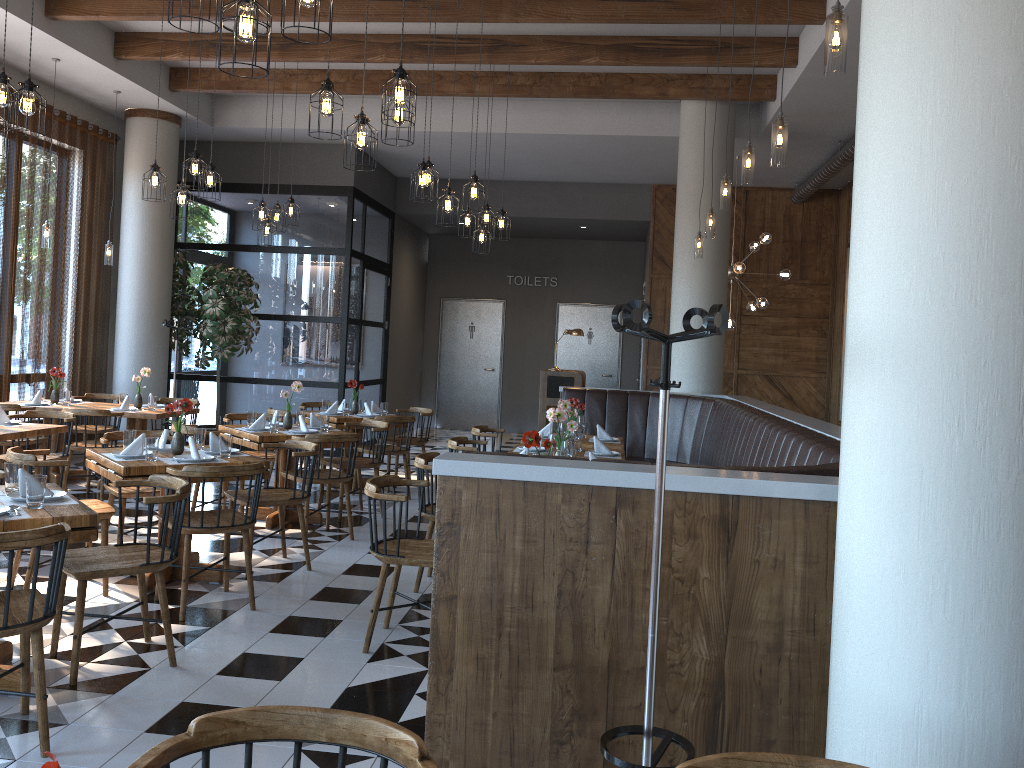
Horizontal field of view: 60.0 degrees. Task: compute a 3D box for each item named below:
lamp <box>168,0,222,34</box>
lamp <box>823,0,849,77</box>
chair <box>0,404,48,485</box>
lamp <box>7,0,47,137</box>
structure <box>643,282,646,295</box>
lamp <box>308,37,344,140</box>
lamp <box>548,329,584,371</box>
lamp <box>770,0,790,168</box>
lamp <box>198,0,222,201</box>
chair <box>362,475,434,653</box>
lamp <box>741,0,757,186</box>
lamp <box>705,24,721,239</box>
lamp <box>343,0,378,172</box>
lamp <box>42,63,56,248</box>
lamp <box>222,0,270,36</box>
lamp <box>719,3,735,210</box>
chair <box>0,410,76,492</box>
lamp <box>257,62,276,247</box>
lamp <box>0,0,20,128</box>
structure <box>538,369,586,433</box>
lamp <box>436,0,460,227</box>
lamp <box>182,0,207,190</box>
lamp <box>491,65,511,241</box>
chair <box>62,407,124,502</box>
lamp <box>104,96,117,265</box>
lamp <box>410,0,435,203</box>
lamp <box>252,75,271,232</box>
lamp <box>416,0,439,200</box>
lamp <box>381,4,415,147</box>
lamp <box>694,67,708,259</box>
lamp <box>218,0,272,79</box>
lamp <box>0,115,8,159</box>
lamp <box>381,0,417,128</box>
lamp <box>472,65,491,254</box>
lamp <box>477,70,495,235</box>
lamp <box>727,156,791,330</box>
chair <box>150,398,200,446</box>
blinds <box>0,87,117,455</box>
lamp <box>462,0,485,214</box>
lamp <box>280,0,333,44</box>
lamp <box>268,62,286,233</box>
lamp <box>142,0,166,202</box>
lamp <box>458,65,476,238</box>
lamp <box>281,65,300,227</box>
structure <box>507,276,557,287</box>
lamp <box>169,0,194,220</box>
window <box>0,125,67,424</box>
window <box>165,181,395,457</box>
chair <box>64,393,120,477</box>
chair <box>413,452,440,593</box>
[{"bbox_3d":[-1.106,-2.339,3.231,0.175,2.071,0.175,3,0,14],"label":"lamp"},{"bbox_3d":[1.238,-2.123,3.271,0.078,1.964,0.078,3,0,-18],"label":"lamp"},{"bbox_3d":[-4.550,0.568,8.002,0.519,0.817,0.550,3,1,7],"label":"chair"},{"bbox_3d":[-2.683,-2.443,4.991,0.175,2.071,0.175,3,0,-8],"label":"lamp"},{"bbox_3d":[2.161,-1.553,14.466,0.025,0.197,0.565,3,2,7],"label":"structure"},{"bbox_3d":[-0.939,-2.345,4.695,0.175,2.071,0.175,3,0,34],"label":"lamp"},{"bbox_3d":[0.584,-0.249,9.891,0.445,0.756,0.170,3,0,-18],"label":"lamp"},{"bbox_3d":[1.362,-2.055,4.372,0.078,1.964,0.078,3,0,-43],"label":"lamp"},{"bbox_3d":[-2.475,-2.571,7.393,0.175,2.071,0.175,3,0,-10],"label":"lamp"},{"bbox_3d":[-0.485,0.907,4.500,0.550,0.817,0.519,3,1,7],"label":"chair"},{"bbox_3d":[1.492,-2.204,5.438,0.078,1.964,0.078,3,0,25],"label":"lamp"},{"bbox_3d":[1.739,-2.226,7.568,0.078,1.964,0.078,3,0,-7],"label":"lamp"},{"bbox_3d":[-0.783,-2.212,4.845,0.175,2.071,0.175,3,0,-23],"label":"lamp"},{"bbox_3d":[-4.416,-2.285,8.493,0.078,1.964,0.078,3,0,-7],"label":"lamp"},{"bbox_3d":[-0.970,-2.395,3.391,0.175,2.071,0.175,3,0,25],"label":"lamp"},{"bbox_3d":[1.628,-2.277,6.587,0.078,1.964,0.078,3,0,41],"label":"lamp"},{"bbox_3d":[-3.811,0.642,7.059,0.519,0.817,0.550,3,1,7],"label":"chair"},{"bbox_3d":[-2.506,-2.470,9.215,0.175,2.071,0.175,3,0,19],"label":"lamp"},{"bbox_3d":[-2.968,-2.567,5.234,0.175,2.071,0.175,3,0,26],"label":"lamp"},{"bbox_3d":[0.638,0.497,10.153,0.645,1.300,1.045,3,1,7],"label":"structure"},{"bbox_3d":[-0.460,-2.281,6.985,0.175,2.071,0.175,3,0,-10],"label":"lamp"},{"bbox_3d":[-2.530,-2.622,7.194,0.175,2.071,0.175,3,0,1],"label":"lamp"},{"bbox_3d":[-0.062,-2.464,8.802,0.175,2.071,0.175,3,0,17],"label":"lamp"},{"bbox_3d":[-3.713,0.613,7.903,0.519,0.817,0.550,3,1,7],"label":"chair"},{"bbox_3d":[-4.296,-2.262,9.537,0.078,1.964,0.078,3,0,39],"label":"lamp"},{"bbox_3d":[-0.655,-2.462,6.917,0.175,2.071,0.175,3,0,-21],"label":"lamp"},{"bbox_3d":[-2.496,-2.592,8.993,0.175,2.071,0.175,3,0,-14],"label":"lamp"},{"bbox_3d":[-0.634,-2.526,7.125,0.175,2.071,0.175,3,0,-10],"label":"lamp"},{"bbox_3d":[-0.590,-2.382,4.958,0.175,2.071,0.175,3,0,-34],"label":"lamp"},{"bbox_3d":[1.859,-2.202,8.612,0.078,1.964,0.078,3,0,39],"label":"lamp"},{"bbox_3d":[-0.908,-2.152,3.171,0.175,2.071,0.175,3,0,25],"label":"lamp"},{"bbox_3d":[-2.910,-2.324,5.012,0.175,2.071,0.175,3,0,26],"label":"lamp"},{"bbox_3d":[-0.560,-2.429,4.751,0.175,2.071,0.175,3,0,-23],"label":"lamp"},{"bbox_3d":[-0.260,-2.348,8.912,0.175,2.071,0.175,3,0,-40],"label":"lamp"},{"bbox_3d":[-0.220,-2.586,9.143,0.175,2.071,0.175,3,0,-40],"label":"lamp"},{"bbox_3d":[2.785,-1.770,11.144,1.160,2.192,1.187,3,0,-32],"label":"lamp"},{"bbox_3d":[-3.560,0.570,9.200,0.519,0.817,0.550,3,1,7],"label":"chair"},{"bbox_3d":[-5.194,-1.025,6.821,0.160,3.580,7.268,3,2,7],"label":"blinds"},{"bbox_3d":[-0.262,-2.407,7.097,0.175,2.071,0.175,3,0,-43],"label":"lamp"},{"bbox_3d":[-0.681,-2.272,3.154,0.175,2.071,0.175,3,0,-9],"label":"lamp"},{"bbox_3d":[-2.458,-2.650,9.427,0.175,2.071,0.175,3,0,8],"label":"lamp"},{"bbox_3d":[-2.899,-2.545,7.294,0.175,2.071,0.175,3,0,-32],"label":"lamp"},{"bbox_3d":[-0.412,-2.535,9.056,0.175,2.071,0.175,3,0,39],"label":"lamp"},{"bbox_3d":[-2.283,-2.694,9.309,0.175,2.071,0.175,3,0,19],"label":"lamp"},{"bbox_3d":[0.359,-1.848,15.926,0.916,0.166,0.035,3,0,7],"label":"structure"},{"bbox_3d":[-2.696,-2.406,7.365,0.175,2.071,0.175,3,0,1],"label":"lamp"},{"bbox_3d":[-4.928,-0.770,2.315,4.489,3.164,15.147,2,2,-17],"label":"window"},{"bbox_3d":[-3.323,-0.907,12.756,2.728,3.549,2.186,3,1,7],"label":"window"},{"bbox_3d":[-4.397,0.525,9.298,0.519,0.817,0.550,3,1,7],"label":"chair"},{"bbox_3d":[-0.356,0.870,5.595,0.550,0.817,0.519,3,1,7],"label":"chair"}]
